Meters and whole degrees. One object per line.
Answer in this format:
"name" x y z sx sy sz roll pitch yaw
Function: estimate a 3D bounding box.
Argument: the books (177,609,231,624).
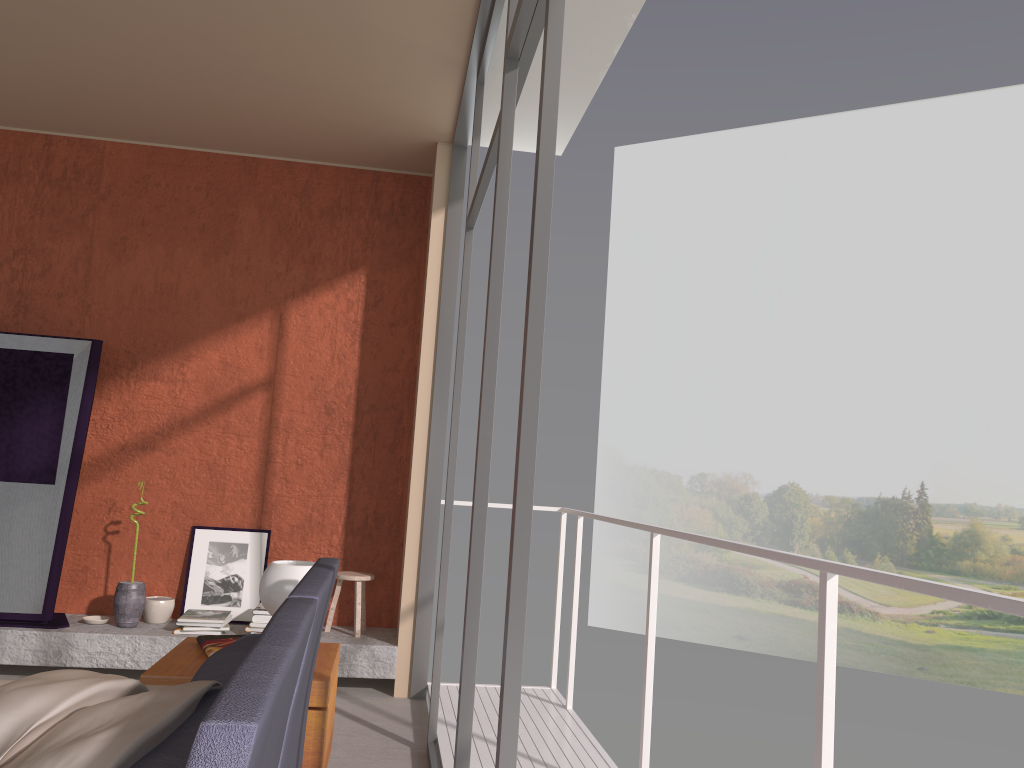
"books" -1.720 1.303 4.975 0.247 0.018 0.328 5 -6 -10

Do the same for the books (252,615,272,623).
"books" -1.322 1.304 5.004 0.247 0.038 0.319 5 -6 -10

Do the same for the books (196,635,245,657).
"books" -0.960 0.921 3.115 0.247 0.025 0.287 7 -7 -27

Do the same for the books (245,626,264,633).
"books" -1.327 1.362 4.978 0.247 0.025 0.287 4 -6 3

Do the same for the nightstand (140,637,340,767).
"nightstand" -0.902 1.203 2.982 0.562 0.556 0.628 5 -6 -7

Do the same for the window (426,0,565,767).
"window" 0.142 -0.221 1.093 0.075 3.133 6.106 5 -6 -7

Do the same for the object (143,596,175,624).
"object" -2.045 1.308 5.117 0.179 0.137 0.180 3 -6 5

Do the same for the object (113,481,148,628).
"object" -2.113 0.948 4.971 0.165 0.810 0.165 2 -6 16

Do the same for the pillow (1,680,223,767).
"pillow" -0.769 0.662 1.442 0.400 0.265 0.791 4 -6 -5

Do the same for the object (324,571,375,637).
"object" -0.929 1.290 5.201 0.257 0.349 0.260 9 -8 -38

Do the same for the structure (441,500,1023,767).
"structure" 0.446 0.806 1.230 0.728 1.005 7.689 5 -6 -7

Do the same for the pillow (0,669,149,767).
"pillow" -1.001 0.691 1.770 0.431 0.264 0.869 4 -6 0

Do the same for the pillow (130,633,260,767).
"pillow" -0.608 0.714 1.736 0.205 0.201 1.470 5 -6 -7

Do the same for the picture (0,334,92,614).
"picture" -2.972 0.451 4.809 1.129 1.496 0.126 5 -6 -7

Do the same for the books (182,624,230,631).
"books" -1.726 1.347 4.980 0.247 0.018 0.328 6 -7 -23

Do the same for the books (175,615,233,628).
"books" -1.720 1.323 4.968 0.247 0.025 0.287 4 -6 -5

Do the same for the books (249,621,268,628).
"books" -1.324 1.336 5.000 0.247 0.027 0.328 4 -6 -6

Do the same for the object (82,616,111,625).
"object" -2.326 1.329 4.960 0.152 0.040 0.152 1 -7 27

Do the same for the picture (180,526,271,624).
"picture" -1.703 1.137 5.285 0.458 0.550 0.117 5 -6 -7

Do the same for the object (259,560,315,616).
"object" -0.710 0.750 2.869 0.224 0.338 0.224 3 -6 4

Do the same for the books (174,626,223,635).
"books" -1.740 1.367 4.967 0.247 0.025 0.287 5 -6 -11

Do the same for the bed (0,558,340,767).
"bed" -1.642 0.808 1.597 2.462 0.959 2.017 5 -6 -7

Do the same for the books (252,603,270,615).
"books" -1.320 1.273 5.013 0.247 0.025 0.287 5 -6 -8

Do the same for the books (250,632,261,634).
"books" -1.328 1.385 5.001 0.247 0.018 0.287 5 -6 -8
